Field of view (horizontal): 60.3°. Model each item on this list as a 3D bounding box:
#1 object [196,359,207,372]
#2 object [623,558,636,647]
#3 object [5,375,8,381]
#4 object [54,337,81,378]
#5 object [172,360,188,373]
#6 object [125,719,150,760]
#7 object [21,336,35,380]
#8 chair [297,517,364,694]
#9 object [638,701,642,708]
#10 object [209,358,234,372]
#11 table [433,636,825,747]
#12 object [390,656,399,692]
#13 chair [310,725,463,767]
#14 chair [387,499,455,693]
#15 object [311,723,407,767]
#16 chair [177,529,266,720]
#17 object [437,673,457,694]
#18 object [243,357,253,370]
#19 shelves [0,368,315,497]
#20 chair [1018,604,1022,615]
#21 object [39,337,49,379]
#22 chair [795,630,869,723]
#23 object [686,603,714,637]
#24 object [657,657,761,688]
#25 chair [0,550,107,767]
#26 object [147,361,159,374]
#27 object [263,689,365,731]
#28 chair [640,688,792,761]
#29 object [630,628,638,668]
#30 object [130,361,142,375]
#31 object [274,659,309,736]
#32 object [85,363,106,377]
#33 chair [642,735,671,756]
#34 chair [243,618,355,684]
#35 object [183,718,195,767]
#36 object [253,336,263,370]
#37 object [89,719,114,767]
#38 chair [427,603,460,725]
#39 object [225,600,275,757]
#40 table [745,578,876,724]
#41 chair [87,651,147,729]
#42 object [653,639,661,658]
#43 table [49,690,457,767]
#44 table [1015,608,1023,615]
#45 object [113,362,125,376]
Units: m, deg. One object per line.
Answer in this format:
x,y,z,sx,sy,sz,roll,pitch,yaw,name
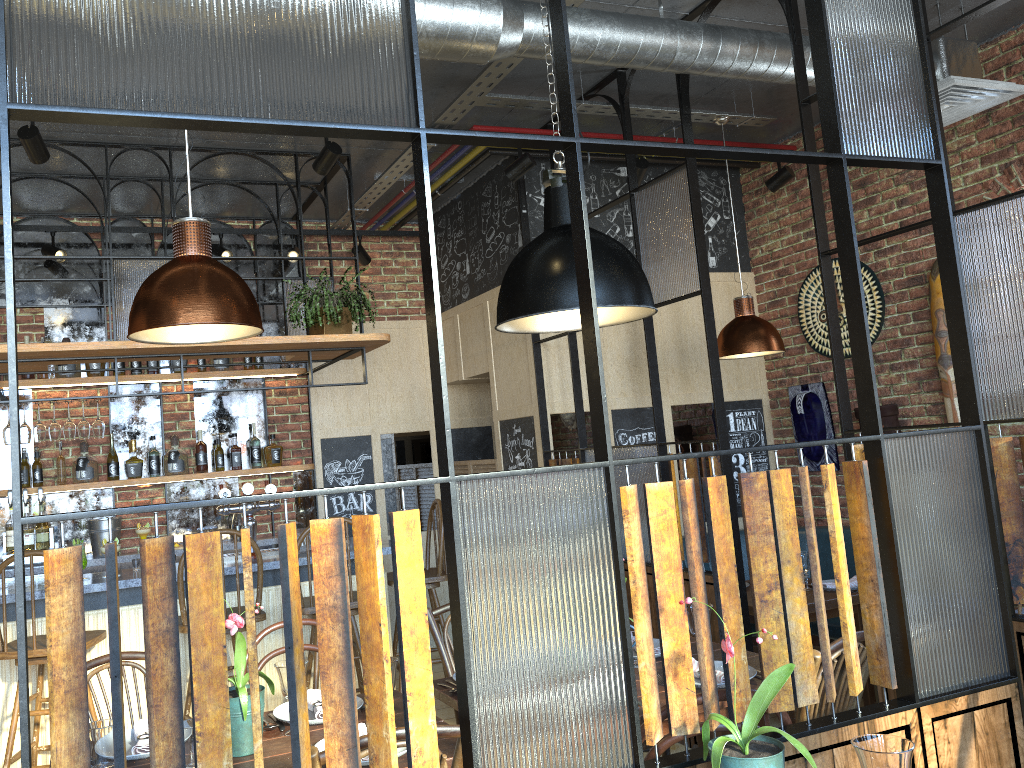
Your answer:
-2.216,-0.209,6.278,0.063,0.264,0.068,-3,-6,-25,object
0.297,0.708,2.781,0.217,0.433,0.137,-5,-6,-5,object
-3.312,-0.181,5.824,0.075,0.331,0.075,-5,-6,-1,object
-3.002,-0.175,5.943,0.166,0.284,0.124,-4,-6,-10,object
-2.348,-0.203,6.212,0.113,0.266,0.120,-3,-6,-23,object
-1.042,0.989,2.447,0.315,0.051,0.276,-3,-4,-21,object
-3.230,-0.170,5.874,0.084,0.304,0.087,-4,-6,-14,object
-0.926,1.288,4.594,0.422,1.199,0.423,-3,-6,-20,chair
0.203,0.885,2.477,0.315,0.051,0.276,-3,-4,-21,object
-2.089,-0.226,6.321,0.166,0.284,0.124,-4,-6,-10,object
0.363,1.280,2.728,0.996,0.730,0.750,-3,-5,-24,table
-0.352,0.857,2.419,0.098,0.192,0.098,-5,-6,-4,object
-0.298,1.187,2.001,0.394,0.918,0.534,-3,-6,-20,chair
-0.563,1.306,5.288,0.403,1.199,0.443,-4,-6,-16,chair
-0.359,0.918,2.262,0.315,0.051,0.276,-3,-4,-21,object
-1.454,1.317,4.376,0.418,1.199,0.427,-2,-7,-30,chair
-0.074,0.934,2.843,0.315,0.051,0.276,-3,-4,-21,object
-1.924,-0.225,6.399,0.063,0.264,0.068,-2,-7,-31,object
-2.512,0.326,6.292,2.049,0.748,0.622,-3,-6,-23,shelves
1.838,1.017,2.696,0.430,1.009,0.558,-1,-7,-38,chair
-3.134,-0.170,5.892,0.057,0.289,0.054,-7,-6,14,object
0.751,1.128,2.432,0.387,0.918,0.544,-1,-7,-40,chair
0.601,0.803,2.805,0.098,0.192,0.098,-5,-6,0,object
0.609,0.863,2.655,0.315,0.051,0.276,-3,-4,-21,object
-2.122,1.352,4.064,0.432,1.199,0.414,-5,-6,-5,chair
-2.512,-0.192,6.150,0.075,0.264,0.081,-3,-6,-23,object
-0.595,0.964,2.627,0.315,0.051,0.276,-3,-4,-21,object
0.423,1.132,2.088,0.433,0.924,0.553,-5,-5,-8,chair
0.418,0.859,2.878,0.080,0.120,0.088,0,-7,-42,object
-2.617,-0.195,6.129,0.073,0.285,0.078,-3,-6,-23,object
-0.617,0.884,2.486,0.102,0.192,0.095,-8,-6,23,object
-2.839,-0.160,6.003,0.140,0.236,0.091,-3,-6,-18,object
0.336,1.220,3.244,0.394,0.918,0.534,-3,-6,-20,chair
-0.682,1.281,2.871,0.433,0.924,0.553,-5,-5,-8,chair
-0.805,0.917,2.227,0.087,0.120,0.081,-8,-6,27,object
-1.855,-0.229,6.427,0.063,0.264,0.069,-1,-7,-37,object
-1.064,0.944,2.289,0.088,0.120,0.080,-10,-7,41,object
-0.015,1.236,3.045,0.391,0.918,0.538,-3,-6,-25,chair
-0.742,0.770,2.393,0.149,0.428,0.198,-6,-6,8,object
1.428,1.385,4.602,0.719,0.605,0.767,-3,-5,-24,table
-1.061,1.296,2.625,0.544,0.918,0.386,-10,-7,40,chair
0.408,0.907,3.037,0.315,0.051,0.276,-3,-4,-21,object
-0.648,1.337,2.310,0.996,0.730,0.750,-3,-5,-24,table
2.324,1.130,2.956,0.725,0.729,0.773,-3,-5,-24,table
-2.718,-0.208,6.082,0.077,0.319,0.084,0,-8,-44,object
